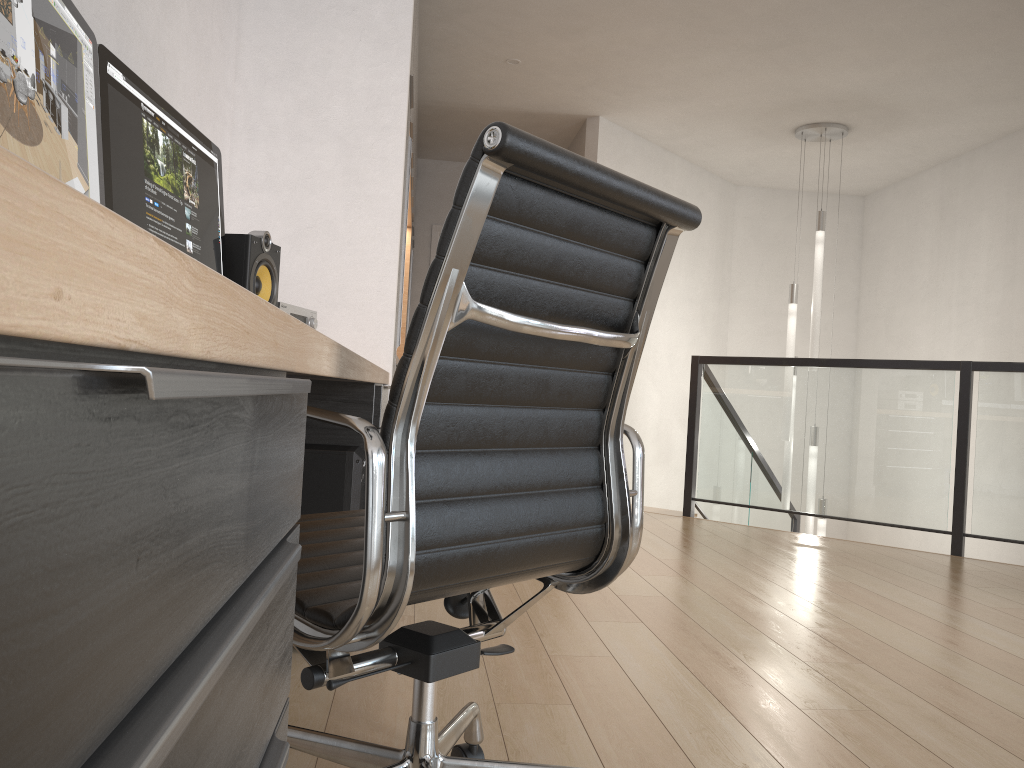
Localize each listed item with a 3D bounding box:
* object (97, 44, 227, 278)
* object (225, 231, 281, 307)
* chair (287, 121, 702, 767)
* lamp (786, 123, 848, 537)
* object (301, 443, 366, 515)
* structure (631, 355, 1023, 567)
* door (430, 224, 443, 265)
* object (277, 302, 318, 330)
[{"bbox_3d":[-0.771,-0.340,1.925,0.190,0.535,0.716,3,-1,-1],"label":"object"},{"bbox_3d":[-0.791,-0.245,2.424,0.249,0.354,0.198,3,-1,9],"label":"object"},{"bbox_3d":[-0.144,0.210,1.287,0.699,0.991,0.664,3,-1,45],"label":"chair"},{"bbox_3d":[2.158,-0.949,6.316,0.359,6.725,0.359,3,-1,30],"label":"lamp"},{"bbox_3d":[-0.648,0.426,2.376,0.474,0.527,0.215,3,-1,-6],"label":"object"},{"bbox_3d":[2.753,2.092,5.827,4.190,4.339,2.823,3,-1,39],"label":"structure"},{"bbox_3d":[-0.275,-0.298,7.780,0.974,2.136,0.085,3,-1,-6],"label":"door"},{"bbox_3d":[-0.765,-0.152,2.688,0.270,0.174,0.285,3,-1,9],"label":"object"}]
